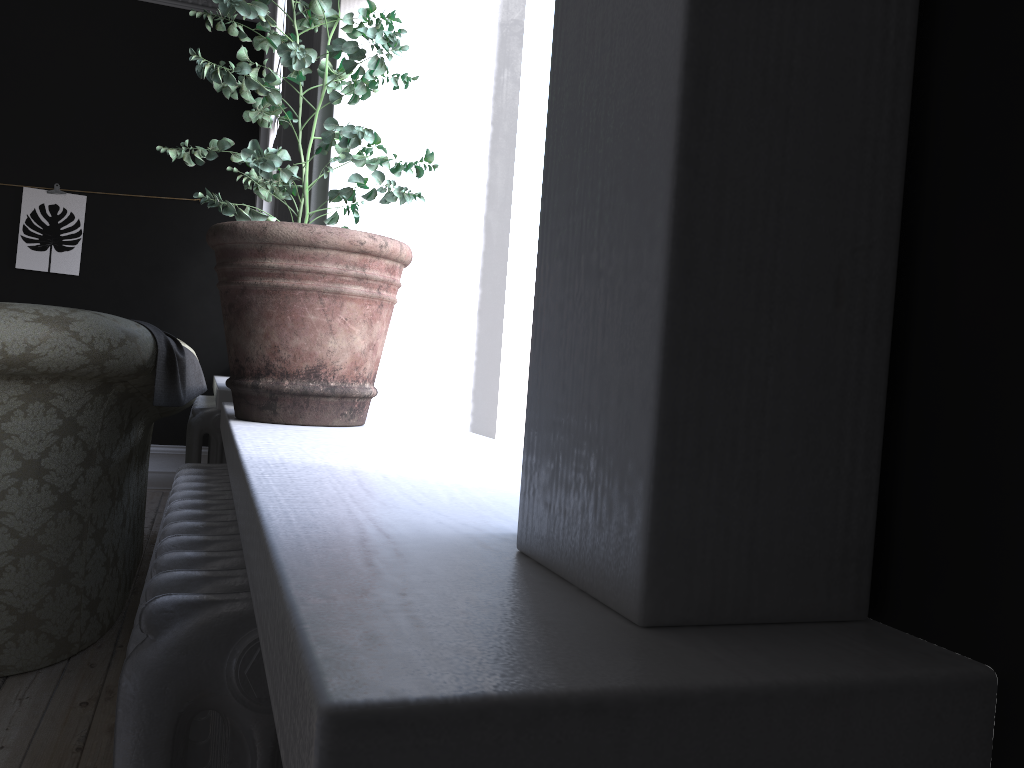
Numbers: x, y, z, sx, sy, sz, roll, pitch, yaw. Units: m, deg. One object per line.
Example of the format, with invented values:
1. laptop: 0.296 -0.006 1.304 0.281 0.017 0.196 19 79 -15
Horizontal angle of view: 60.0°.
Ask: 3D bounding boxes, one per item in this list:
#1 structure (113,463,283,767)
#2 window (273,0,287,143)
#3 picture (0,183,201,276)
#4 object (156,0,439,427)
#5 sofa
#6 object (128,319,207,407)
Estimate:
1. structure: -0.396 0.588 1.253 0.276 0.849 1.140 3 1 -19
2. window: -0.981 -1.178 3.898 0.056 1.672 1.262 3 1 -19
3. picture: -4.410 -1.134 5.845 4.459 0.771 0.057 4 2 -19
4. object: -0.401 -0.498 1.654 0.505 1.134 0.474 5 2 21
5. sofa: -1.926 0.298 3.705 1.606 1.161 2.811 4 1 -18
6. object: -1.497 0.050 2.821 0.516 0.585 1.367 5 1 30
